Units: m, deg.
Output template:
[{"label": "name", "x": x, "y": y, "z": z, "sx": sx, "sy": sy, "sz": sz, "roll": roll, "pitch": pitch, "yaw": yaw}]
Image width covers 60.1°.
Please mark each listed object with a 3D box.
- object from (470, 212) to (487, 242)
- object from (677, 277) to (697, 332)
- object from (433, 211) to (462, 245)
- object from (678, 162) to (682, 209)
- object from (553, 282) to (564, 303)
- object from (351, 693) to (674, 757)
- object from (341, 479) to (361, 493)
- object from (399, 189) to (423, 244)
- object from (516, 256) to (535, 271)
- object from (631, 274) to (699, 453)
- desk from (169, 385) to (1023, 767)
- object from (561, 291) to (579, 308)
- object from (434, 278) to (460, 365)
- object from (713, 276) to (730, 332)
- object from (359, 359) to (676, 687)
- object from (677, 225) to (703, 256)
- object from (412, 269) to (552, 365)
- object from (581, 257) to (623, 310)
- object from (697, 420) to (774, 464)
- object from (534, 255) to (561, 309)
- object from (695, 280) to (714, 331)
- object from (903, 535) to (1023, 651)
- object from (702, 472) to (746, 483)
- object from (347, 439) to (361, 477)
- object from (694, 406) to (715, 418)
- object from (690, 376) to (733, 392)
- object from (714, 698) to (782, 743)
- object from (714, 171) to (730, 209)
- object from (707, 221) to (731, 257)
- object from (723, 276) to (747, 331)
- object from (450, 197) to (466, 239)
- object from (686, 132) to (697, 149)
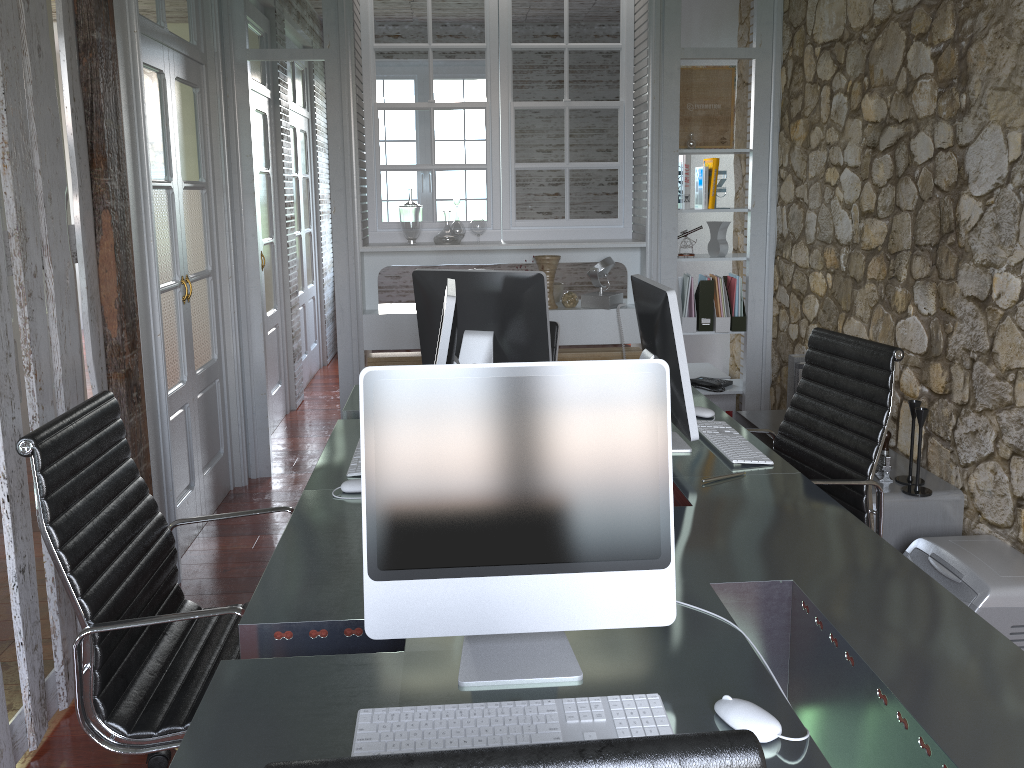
[{"label": "object", "x": -0.183, "y": -0.842, "z": 4.824, "sx": 0.094, "sy": 0.186, "sz": 0.095, "roll": -6, "pitch": 11, "yaw": -29}, {"label": "object", "x": 0.958, "y": -0.439, "z": 4.852, "sx": 0.078, "sy": 0.275, "sz": 0.241, "roll": 0, "pitch": 11, "yaw": 4}, {"label": "object", "x": -0.340, "y": -0.808, "z": 4.650, "sx": 0.148, "sy": 0.198, "sz": 0.149, "roll": -5, "pitch": 11, "yaw": -21}, {"label": "object", "x": 0.861, "y": -1.070, "z": 4.781, "sx": 0.078, "sy": 0.247, "sz": 0.116, "roll": -1, "pitch": 10, "yaw": -4}, {"label": "object", "x": 0.208, "y": -0.536, "z": 4.990, "sx": 0.160, "sy": 0.151, "sz": 0.218, "roll": -4, "pitch": 12, "yaw": -18}, {"label": "object", "x": 0.002, "y": 0.480, "z": 1.230, "sx": 0.439, "sy": 0.017, "sz": 0.120, "roll": -2, "pitch": 12, "yaw": -4}, {"label": "object", "x": -0.382, "y": 0.257, "z": 2.251, "sx": 0.106, "sy": 0.028, "sz": 0.059, "roll": -2, "pitch": 12, "yaw": -5}, {"label": "object", "x": -0.536, "y": -0.877, "z": 4.707, "sx": 0.129, "sy": 0.312, "sz": 0.130, "roll": 3, "pitch": 10, "yaw": 21}, {"label": "object", "x": 0.083, "y": -0.535, "z": 4.676, "sx": 0.128, "sy": 0.285, "sz": 0.129, "roll": -8, "pitch": 12, "yaw": -37}, {"label": "object", "x": 0.413, "y": -0.060, "z": 2.592, "sx": 0.189, "sy": 0.480, "sz": 0.488, "roll": -1, "pitch": 11, "yaw": -4}, {"label": "desk", "x": 0.122, "y": 0.609, "z": 2.359, "sx": 1.300, "sy": 0.721, "sz": 2.532, "roll": -2, "pitch": 12, "yaw": -4}, {"label": "object", "x": 0.311, "y": -0.455, "z": 4.761, "sx": 0.093, "sy": 0.087, "sz": 0.092, "roll": 6, "pitch": 13, "yaw": 32}, {"label": "object", "x": -0.177, "y": -0.038, "z": 2.527, "sx": 0.189, "sy": 0.480, "sz": 0.488, "roll": -1, "pitch": 11, "yaw": -4}, {"label": "object", "x": 1.132, "y": -0.438, "z": 4.840, "sx": 0.078, "sy": 0.275, "sz": 0.241, "roll": 0, "pitch": 11, "yaw": 2}, {"label": "object", "x": 0.009, "y": 0.204, "z": 1.413, "sx": 0.484, "sy": 0.481, "sz": 0.191, "roll": -1, "pitch": 10, "yaw": -4}, {"label": "object", "x": 0.928, "y": -0.770, "z": 4.752, "sx": 0.177, "sy": 0.160, "sz": 0.093, "roll": 4, "pitch": 11, "yaw": 24}, {"label": "object", "x": -0.111, "y": -0.148, "z": 3.029, "sx": 0.484, "sy": 0.481, "sz": 0.191, "roll": 3, "pitch": 11, "yaw": 21}, {"label": "object", "x": 0.483, "y": -0.549, "z": 4.758, "sx": 0.167, "sy": 0.270, "sz": 0.189, "roll": 5, "pitch": 12, "yaw": 31}, {"label": "object", "x": 0.640, "y": 0.167, "z": 2.619, "sx": 0.118, "sy": 0.017, "sz": 0.443, "roll": -2, "pitch": 12, "yaw": -4}, {"label": "object", "x": 0.191, "y": -0.544, "z": 4.732, "sx": 0.143, "sy": 0.276, "sz": 0.145, "roll": 1, "pitch": 10, "yaw": 10}, {"label": "object", "x": 1.047, "y": -0.444, "z": 4.871, "sx": 0.078, "sy": 0.275, "sz": 0.248, "roll": -1, "pitch": 11, "yaw": 1}, {"label": "object", "x": 1.379, "y": 0.699, "z": 2.684, "sx": 0.362, "sy": 0.384, "sz": 0.404, "roll": -1, "pitch": 11, "yaw": -4}, {"label": "object", "x": 0.553, "y": 0.241, "z": 2.302, "sx": 0.149, "sy": 0.011, "sz": 0.011, "roll": -7, "pitch": 13, "yaw": -28}, {"label": "object", "x": -0.398, "y": 0.192, "z": 2.576, "sx": 0.118, "sy": 0.017, "sz": 0.443, "roll": -2, "pitch": 12, "yaw": -4}, {"label": "object", "x": 0.624, "y": 0.090, "z": 2.942, "sx": 0.059, "sy": 0.028, "sz": 0.107, "roll": -11, "pitch": 16, "yaw": -41}, {"label": "object", "x": 1.097, "y": -0.008, "z": 4.979, "sx": 0.294, "sy": 0.040, "sz": 0.239, "roll": 10, "pitch": 16, "yaw": 41}, {"label": "object", "x": 0.329, "y": 0.466, "z": 1.244, "sx": 0.059, "sy": 0.028, "sz": 0.107, "roll": -9, "pitch": 15, "yaw": -34}, {"label": "object", "x": 1.128, "y": -1.077, "z": 4.800, "sx": 0.078, "sy": 0.247, "sz": 0.116, "roll": -1, "pitch": 10, "yaw": -4}, {"label": "object", "x": 1.115, "y": -0.784, "z": 4.791, "sx": 0.063, "sy": 0.187, "sz": 0.127, "roll": -7, "pitch": 12, "yaw": -31}, {"label": "object", "x": 1.220, "y": -0.444, "z": 4.861, "sx": 0.078, "sy": 0.275, "sz": 0.241, "roll": -1, "pitch": 11, "yaw": 0}, {"label": "object", "x": -0.295, "y": -0.870, "z": 4.765, "sx": 0.088, "sy": 0.269, "sz": 0.089, "roll": -2, "pitch": 10, "yaw": -9}, {"label": "object", "x": 0.937, "y": -1.270, "z": 4.620, "sx": 0.056, "sy": 0.089, "sz": 0.056, "roll": -1, "pitch": 10, "yaw": -1}]
